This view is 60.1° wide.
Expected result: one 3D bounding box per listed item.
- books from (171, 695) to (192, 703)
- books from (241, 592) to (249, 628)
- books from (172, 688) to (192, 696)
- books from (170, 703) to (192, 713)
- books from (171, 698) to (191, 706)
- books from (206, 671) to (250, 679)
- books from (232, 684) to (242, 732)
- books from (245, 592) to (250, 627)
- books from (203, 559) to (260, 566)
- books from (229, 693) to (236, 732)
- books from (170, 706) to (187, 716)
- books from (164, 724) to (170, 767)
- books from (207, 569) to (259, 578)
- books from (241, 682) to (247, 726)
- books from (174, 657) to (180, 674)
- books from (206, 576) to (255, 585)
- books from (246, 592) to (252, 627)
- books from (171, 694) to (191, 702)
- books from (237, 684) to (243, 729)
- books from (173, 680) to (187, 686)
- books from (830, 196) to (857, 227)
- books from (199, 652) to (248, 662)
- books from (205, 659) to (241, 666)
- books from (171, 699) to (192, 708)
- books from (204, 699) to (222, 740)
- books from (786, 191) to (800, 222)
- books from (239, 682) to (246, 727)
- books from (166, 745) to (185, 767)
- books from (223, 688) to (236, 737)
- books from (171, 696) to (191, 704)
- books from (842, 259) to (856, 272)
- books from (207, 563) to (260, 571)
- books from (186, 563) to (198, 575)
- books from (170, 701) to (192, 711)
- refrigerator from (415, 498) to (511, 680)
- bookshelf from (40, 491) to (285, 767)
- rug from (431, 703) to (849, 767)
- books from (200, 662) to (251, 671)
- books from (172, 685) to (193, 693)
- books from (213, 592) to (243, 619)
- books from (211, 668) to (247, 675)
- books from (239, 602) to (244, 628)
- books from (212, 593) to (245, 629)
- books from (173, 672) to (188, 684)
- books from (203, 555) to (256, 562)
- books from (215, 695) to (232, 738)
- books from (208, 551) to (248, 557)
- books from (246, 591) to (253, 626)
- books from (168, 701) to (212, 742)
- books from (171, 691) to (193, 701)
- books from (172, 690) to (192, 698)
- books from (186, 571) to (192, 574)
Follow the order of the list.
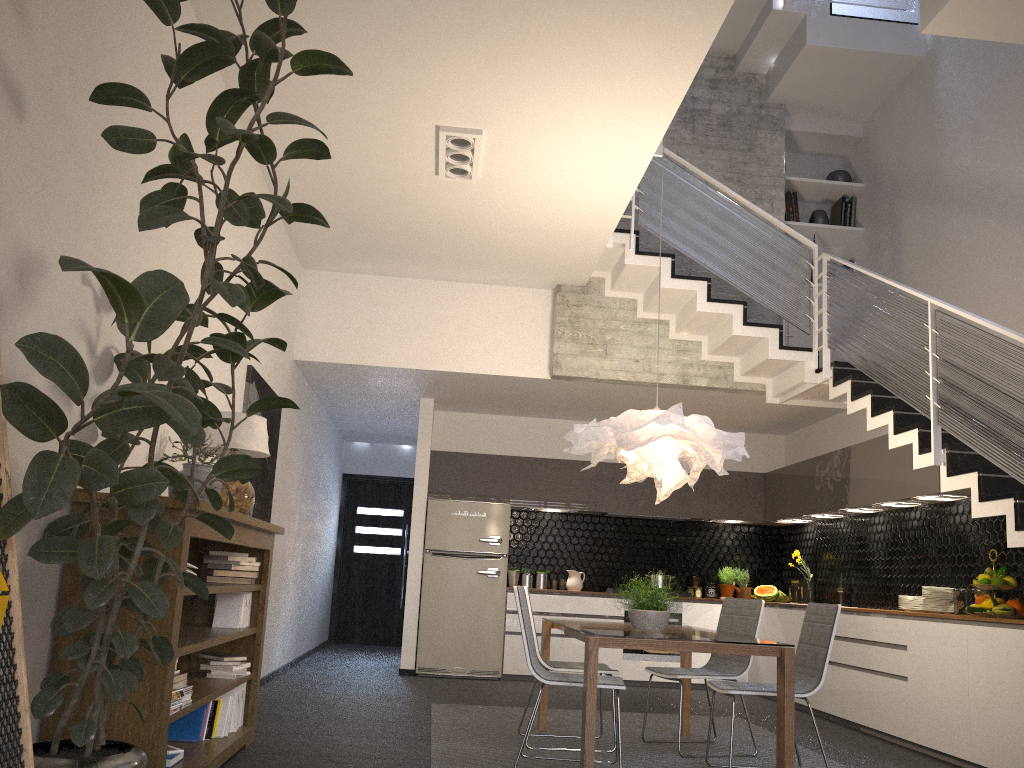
[{"bbox_3d":[-1.397,1.213,3.414,0.218,0.006,0.308,3,-13,0],"label":"books"},{"bbox_3d":[-1.494,1.211,4.759,0.136,0.187,0.018,4,-10,-4],"label":"books"},{"bbox_3d":[-1.397,1.187,3.418,0.218,0.007,0.308,3,-13,0],"label":"books"},{"bbox_3d":[-1.393,1.243,3.399,0.218,0.007,0.308,3,-13,0],"label":"books"},{"bbox_3d":[-1.397,1.223,3.404,0.218,0.008,0.291,3,-13,2],"label":"books"},{"bbox_3d":[-1.478,1.515,4.619,0.155,0.020,0.207,2,-13,5],"label":"books"},{"bbox_3d":[-1.514,1.685,4.623,0.175,0.241,0.024,4,-10,-4],"label":"books"},{"bbox_3d":[-1.507,1.225,4.823,0.135,0.187,0.015,4,-10,-4],"label":"books"},{"bbox_3d":[-1.529,0.975,4.834,0.244,0.019,0.176,-1,-13,20],"label":"books"},{"bbox_3d":[-1.524,1.698,4.598,0.155,0.203,0.021,4,-10,-4],"label":"books"},{"bbox_3d":[-1.393,1.250,3.400,0.218,0.008,0.307,4,-13,-5],"label":"books"},{"bbox_3d":[-1.503,1.461,3.618,0.167,0.239,0.105,4,-10,-4],"label":"books"},{"bbox_3d":[0.152,-1.697,7.335,0.361,6.645,5.436,-4,-13,35],"label":"books"},{"bbox_3d":[-1.540,1.725,4.806,0.174,0.242,0.040,4,-10,-4],"label":"books"},{"bbox_3d":[-1.504,1.166,3.682,0.216,0.068,0.159,2,-12,5],"label":"books"},{"bbox_3d":[-1.508,1.054,4.761,0.230,0.034,0.288,6,-13,-12],"label":"books"},{"bbox_3d":[-1.514,1.236,4.877,0.136,0.187,0.018,4,-10,-4],"label":"books"},{"bbox_3d":[-1.394,1.208,3.412,0.218,0.008,0.291,3,-13,0],"label":"books"},{"bbox_3d":[-1.531,1.703,4.706,0.174,0.241,0.019,4,-10,-4],"label":"books"},{"bbox_3d":[-1.501,1.240,3.672,0.243,0.023,0.177,3,-13,3],"label":"books"},{"bbox_3d":[3.218,-1.597,8.622,0.160,0.378,0.268,4,-11,-4],"label":"books"},{"bbox_3d":[-1.510,1.425,4.627,0.221,0.023,0.148,-6,-16,36],"label":"books"},{"bbox_3d":[-1.507,1.446,4.617,0.155,0.022,0.206,9,-14,-24],"label":"books"},{"bbox_3d":[-1.391,1.228,3.402,0.218,0.012,0.308,3,-13,0],"label":"books"},{"bbox_3d":[-1.541,1.668,4.409,0.146,0.181,0.148,4,-11,-1],"label":"books"},{"bbox_3d":[2.686,-1.634,8.599,0.134,0.379,0.275,4,-11,-4],"label":"books"},{"bbox_3d":[-1.539,1.718,4.775,0.175,0.241,0.024,4,-10,-4],"label":"books"},{"bbox_3d":[-1.515,1.591,3.788,0.259,0.049,0.272,-7,-16,39],"label":"books"},{"bbox_3d":[-1.513,1.661,4.503,0.174,0.233,0.101,4,-10,-4],"label":"books"},{"bbox_3d":[-1.397,1.217,3.405,0.218,0.008,0.291,3,-13,2],"label":"books"},{"bbox_3d":[3.190,-0.977,8.536,0.146,0.379,0.275,4,-11,-4],"label":"books"},{"bbox_3d":[-1.523,1.000,4.833,0.225,0.029,0.180,-6,-16,37],"label":"books"},{"bbox_3d":[-1.463,0.709,3.512,0.322,0.108,0.275,-4,-14,30],"label":"books"},{"bbox_3d":[-1.392,1.236,3.402,0.218,0.008,0.308,3,-13,0],"label":"books"},{"bbox_3d":[-0.493,2.058,8.932,0.829,1.695,0.776,4,-10,-4],"label":"refrigerator"},{"bbox_3d":[-1.480,1.177,4.040,0.451,1.160,1.938,4,-12,-4],"label":"bookshelf"},{"bbox_3d":[0.735,2.095,4.945,2.371,0.006,3.722,4,-13,-4],"label":"rug"},{"bbox_3d":[-1.497,1.473,4.628,0.175,0.023,0.245,2,-13,5],"label":"books"},{"bbox_3d":[-1.396,1.179,3.421,0.218,0.012,0.308,3,-13,0],"label":"books"},{"bbox_3d":[-1.515,1.201,4.721,0.136,0.187,0.018,4,-10,-4],"label":"books"},{"bbox_3d":[-1.476,1.497,4.627,0.175,0.019,0.246,6,-13,-14],"label":"books"},{"bbox_3d":[-1.502,1.221,4.740,0.120,0.157,0.016,4,-10,-4],"label":"books"},{"bbox_3d":[-1.493,1.193,4.666,0.135,0.180,0.078,4,-10,-4],"label":"books"},{"bbox_3d":[-1.490,1.216,3.681,0.225,0.029,0.181,4,-13,-1],"label":"books"},{"bbox_3d":[-1.538,0.949,4.818,0.244,0.023,0.176,-7,-16,39],"label":"books"},{"bbox_3d":[-1.512,1.672,4.461,0.155,0.192,0.106,4,-10,-4],"label":"books"},{"bbox_3d":[-1.544,0.926,4.821,0.205,0.022,0.156,8,-13,-19],"label":"books"},{"bbox_3d":[-1.514,1.242,4.901,0.135,0.187,0.031,4,-10,-4],"label":"books"},{"bbox_3d":[-1.580,1.625,4.341,0.171,0.225,0.166,4,-11,-4],"label":"books"},{"bbox_3d":[-1.391,1.202,3.416,0.218,0.007,0.308,3,-13,-1],"label":"books"},{"bbox_3d":[-1.393,1.195,3.417,0.218,0.007,0.308,3,-13,-1],"label":"books"},{"bbox_3d":[-1.442,0.783,3.664,0.166,0.023,0.229,3,-13,0],"label":"books"}]
